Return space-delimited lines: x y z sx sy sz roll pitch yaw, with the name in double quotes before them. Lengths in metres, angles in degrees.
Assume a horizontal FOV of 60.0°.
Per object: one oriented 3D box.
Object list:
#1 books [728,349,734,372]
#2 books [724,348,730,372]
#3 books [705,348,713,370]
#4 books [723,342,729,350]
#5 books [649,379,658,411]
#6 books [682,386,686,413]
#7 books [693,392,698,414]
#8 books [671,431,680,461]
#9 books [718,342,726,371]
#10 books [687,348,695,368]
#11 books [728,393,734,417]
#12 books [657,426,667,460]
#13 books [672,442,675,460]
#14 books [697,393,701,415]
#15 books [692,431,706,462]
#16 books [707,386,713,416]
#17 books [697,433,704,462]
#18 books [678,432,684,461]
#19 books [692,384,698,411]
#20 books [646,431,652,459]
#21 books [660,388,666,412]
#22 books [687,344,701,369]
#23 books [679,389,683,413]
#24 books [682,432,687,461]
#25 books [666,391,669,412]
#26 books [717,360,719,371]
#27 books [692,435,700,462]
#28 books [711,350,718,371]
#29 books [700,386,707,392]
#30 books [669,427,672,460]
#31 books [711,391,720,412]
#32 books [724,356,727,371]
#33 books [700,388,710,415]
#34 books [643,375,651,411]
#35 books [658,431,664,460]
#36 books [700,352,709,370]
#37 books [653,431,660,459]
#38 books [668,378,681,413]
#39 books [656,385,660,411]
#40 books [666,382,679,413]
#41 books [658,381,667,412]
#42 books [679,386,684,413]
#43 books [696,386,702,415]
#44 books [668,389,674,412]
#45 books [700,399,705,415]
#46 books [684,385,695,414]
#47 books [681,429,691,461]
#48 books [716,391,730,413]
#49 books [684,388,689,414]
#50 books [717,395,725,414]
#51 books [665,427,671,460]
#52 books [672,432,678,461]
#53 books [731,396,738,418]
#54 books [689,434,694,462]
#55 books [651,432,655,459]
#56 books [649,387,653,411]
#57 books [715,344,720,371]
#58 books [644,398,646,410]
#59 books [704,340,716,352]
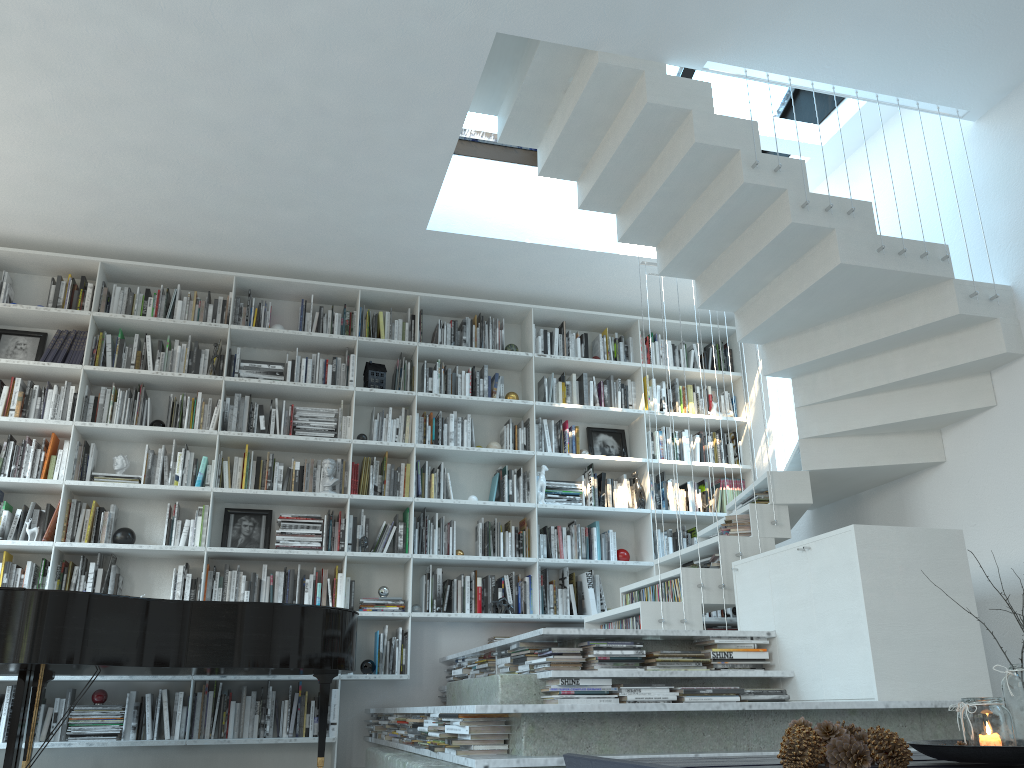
"books" 1.694 -0.133 7.016 0.025 0.236 0.188 5 -21 -15
"books" 1.672 -0.136 7.024 0.014 0.247 0.185 5 -20 -15
"books" 1.526 -0.146 6.992 0.068 0.246 0.161 5 -20 -15
"books" 1.704 -0.160 7.062 0.014 0.317 0.144 5 -20 -15
"books" 1.033 0.115 6.648 0.026 0.262 0.190 5 -20 -15
"books" 1.276 0.156 6.730 0.012 0.237 0.166 5 -20 -15
"books" 1.373 0.194 6.812 0.023 0.219 0.172 5 -20 -15
"books" 1.214 0.505 6.667 0.025 0.269 0.153 5 -20 -15
"books" 1.628 -0.164 7.002 0.014 0.285 0.190 5 -20 -15
"books" 1.402 -0.146 6.970 0.010 0.234 0.132 5 -20 -15
"books" 1.673 0.212 6.908 0.040 0.245 0.160 5 -20 -15
"books" 1.104 0.480 6.617 0.014 0.284 0.186 5 -20 -15
"books" 1.176 0.546 6.646 0.027 0.179 0.157 5 -21 -15
"books" 1.401 0.198 6.813 0.013 0.212 0.187 5 -21 -15
"books" 1.422 0.517 6.737 0.024 0.290 0.133 5 -20 -15
"books" 1.504 0.178 6.868 0.023 0.286 0.163 5 -20 -15
"books" 1.395 0.524 6.705 0.023 0.257 0.184 5 -20 -15
"books" 1.240 0.509 6.662 0.024 0.258 0.157 5 -20 -15
"books" 1.386 0.163 6.835 0.010 0.294 0.166 5 -20 -15
"books" 1.003 0.493 6.603 0.012 0.253 0.161 5 -20 -15
"books" 1.103 0.155 6.660 0.024 0.193 0.190 5 -21 -15
"books" 1.434 -0.164 6.982 0.069 0.276 0.132 5 -20 -15
"books" 1.244 0.166 6.710 0.014 0.205 0.184 5 -21 -15
"books" 1.263 0.509 6.666 0.022 0.261 0.173 5 -20 -15
"books" 1.140 0.176 6.725 0.038 0.198 0.171 5 -21 -15
"books" 1.591 -0.125 7.015 0.021 0.222 0.131 5 -20 -15
"books" 1.364 0.525 6.689 0.045 0.244 0.177 5 -20 -15
"books" 1.569 -0.134 6.979 0.012 0.215 0.193 5 -21 -15
"books" 1.484 0.176 6.875 0.011 0.293 0.151 5 -20 -15
"books" 1.161 0.487 6.647 0.012 0.291 0.166 5 -20 -15
"books" 1.550 0.196 6.870 0.070 0.253 0.155 5 -20 -15
"books" 1.649 -0.108 7.004 0.036 0.182 0.162 5 -21 -15
"books" 1.473 0.183 6.845 0.022 0.260 0.161 5 -20 -15
"books" 0.990 0.100 6.650 0.010 0.293 0.183 5 -20 -15
"books" 1.081 0.497 6.620 0.026 0.255 0.174 5 -20 -15
"books" 1.486 -0.129 6.956 0.024 0.192 0.187 5 -21 -15
"books" 1.049 0.494 6.599 0.023 0.246 0.182 5 -20 -15
"books" 1.227 0.121 6.717 0.022 0.295 0.152 5 -20 -15
"books" 1.066 0.140 6.661 0.049 0.223 0.162 5 -20 -15
"books" 1.207 0.137 6.700 0.023 0.252 0.190 5 -20 -15
"books" 1.121 0.130 6.691 0.023 0.262 0.159 5 -20 -15
"books" 1.259 0.152 6.726 0.022 0.241 0.145 5 -20 -15
"books" 1.413 0.176 6.852 0.024 0.280 0.154 5 -20 -15
"books" 1.179 0.161 6.704 0.025 0.211 0.135 5 -20 -15
"books" 1.442 0.224 6.842 0.034 0.182 0.157 5 -21 -15
"books" 1.311 0.161 6.752 0.042 0.241 0.248 5 -21 -15
"books" 1.287 0.502 6.681 0.030 0.282 0.167 5 -20 -15
"books" 1.639 0.204 6.902 0.029 0.257 0.163 5 -20 -15
"books" 1.290 0.161 6.722 0.013 0.221 0.175 5 -20 -15
"books" 1.595 0.218 6.873 0.023 0.213 0.181 5 -21 -15
"books" 1.141 0.487 6.654 0.022 0.296 0.162 5 -20 -15
"books" 1.198 0.505 6.652 0.013 0.259 0.159 5 -20 -15
"books" 1.702 0.222 6.893 0.011 0.215 0.170 5 -20 -15
"books" 1.331 0.525 6.702 0.012 0.253 0.161 5 -20 -15
"books" 1.018 0.501 6.619 0.026 0.249 0.161 5 -20 -15
"books" 1.007 0.143 6.640 0.024 0.204 0.166 5 -21 -15
"books" 1.607 -0.157 7.028 0.012 0.291 0.140 5 -20 -15
"books" 0.961 0.106 6.666 0.036 0.292 0.135 5 -20 -15
"books" 1.575 -0.171 7.019 0.014 0.312 0.162 5 -20 -15
